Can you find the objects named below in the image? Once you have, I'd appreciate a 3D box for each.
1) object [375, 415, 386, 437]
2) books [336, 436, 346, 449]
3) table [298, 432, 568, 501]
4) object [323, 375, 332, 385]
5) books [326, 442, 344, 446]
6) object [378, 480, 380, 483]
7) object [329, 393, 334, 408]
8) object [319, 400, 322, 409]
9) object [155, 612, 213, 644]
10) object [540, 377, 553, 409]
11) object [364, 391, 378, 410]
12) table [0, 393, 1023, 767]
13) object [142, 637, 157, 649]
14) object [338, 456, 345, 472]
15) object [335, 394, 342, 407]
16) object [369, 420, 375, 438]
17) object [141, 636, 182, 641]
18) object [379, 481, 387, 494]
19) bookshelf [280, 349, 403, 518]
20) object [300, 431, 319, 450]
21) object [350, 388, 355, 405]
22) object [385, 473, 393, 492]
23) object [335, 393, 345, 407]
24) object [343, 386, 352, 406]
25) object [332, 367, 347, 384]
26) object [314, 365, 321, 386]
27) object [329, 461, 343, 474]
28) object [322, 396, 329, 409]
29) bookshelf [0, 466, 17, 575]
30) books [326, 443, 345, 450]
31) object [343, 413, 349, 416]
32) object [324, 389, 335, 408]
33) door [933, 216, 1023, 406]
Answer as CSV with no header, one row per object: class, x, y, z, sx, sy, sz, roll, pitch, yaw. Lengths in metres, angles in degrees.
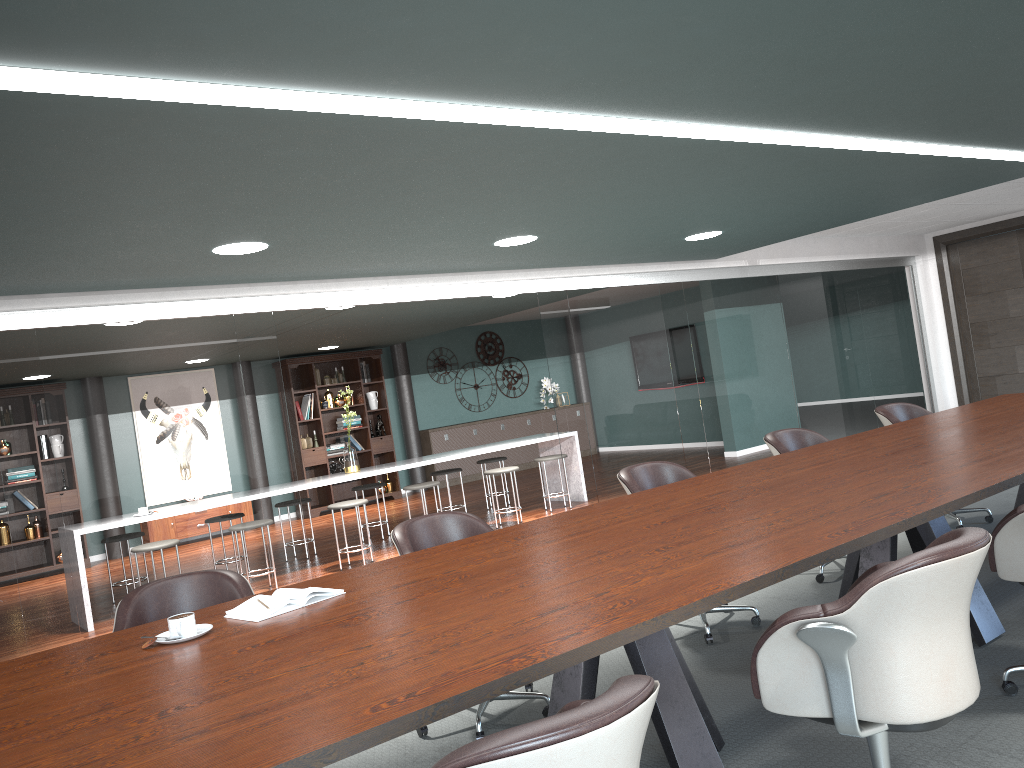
object,-1.775,0.550,11.774,0.116,0.286,0.215,-8,0,-41
books,-2.216,0.794,11.510,0.063,0.214,0.139,-8,0,-36
table,-1.304,1.107,7.663,4.577,0.699,0.609,-8,0,-36
object,-2.375,-0.048,11.408,0.096,0.126,0.106,-9,0,14
books,-2.312,0.777,11.355,0.268,0.016,0.205,-8,0,-36
object,-1.752,1.363,11.745,0.099,0.169,0.099,-9,0,28
object,-2.310,0.213,11.312,0.040,0.191,0.040,-8,0,-27
object,-2.481,0.248,11.335,0.105,0.172,0.105,-8,0,-41
object,-0.845,0.622,2.274,0.146,0.056,0.146,-9,0,-12
object,0.588,0.127,13.666,0.221,0.495,0.600,-9,0,28
object,-1.899,0.219,11.780,0.268,0.262,0.137,-9,0,3
table,0.925,0.744,3.098,6.694,0.706,1.374,-8,0,-36
object,-0.909,0.649,2.225,0.041,0.021,0.044,-8,0,-44
object,-2.162,1.066,11.515,0.233,0.268,0.051,-8,0,-36
object,-2.250,0.215,11.514,0.099,0.169,0.099,-9,0,28
object,-1.855,0.593,11.692,0.077,0.228,0.077,-9,0,36
object,-0.891,0.648,2.248,0.155,0.012,0.034,-9,0,31
object,-1.713,1.353,11.622,0.144,0.175,0.073,-8,0,-35
bookshelf,-2.237,0.616,11.474,1.339,1.984,0.482,-8,0,-36
object,-2.594,0.705,11.172,0.250,0.221,0.186,-8,0,-38
object,-2.121,0.169,11.636,0.092,0.222,0.092,-9,0,-2
object,-1.638,1.301,11.742,0.108,0.256,0.108,-9,0,-2
object,-2.211,0.205,11.391,0.144,0.175,0.073,-8,0,-35
object,-2.135,0.153,11.511,0.108,0.256,0.108,-9,0,-2
object,-2.276,-0.111,11.501,0.196,0.221,0.184,-8,0,-36
object,-2.510,-0.102,11.350,0.104,0.273,0.104,-9,0,0
object,-2.266,1.095,11.290,0.224,0.238,0.159,-8,0,-36
object,-2.381,0.238,11.294,0.079,0.161,0.080,-9,0,-11
bookshelf,-5.265,1.063,9.211,1.339,1.984,0.482,-8,0,-36
books,-2.299,0.804,11.361,0.248,0.042,0.194,-8,0,-36
object,-2.155,0.402,11.538,0.104,0.052,0.100,-8,0,-32
object,-2.353,0.189,11.414,0.114,0.251,0.114,-9,0,-11
door,5.030,-0.580,9.134,0.139,2.130,1.038,-8,0,-36
